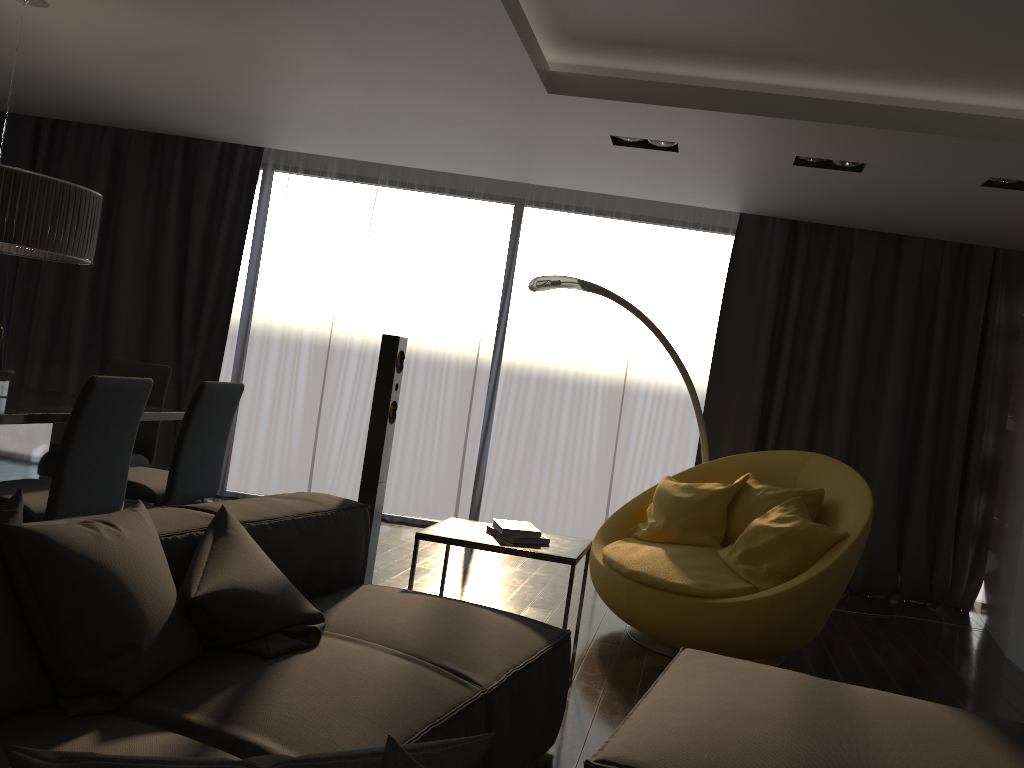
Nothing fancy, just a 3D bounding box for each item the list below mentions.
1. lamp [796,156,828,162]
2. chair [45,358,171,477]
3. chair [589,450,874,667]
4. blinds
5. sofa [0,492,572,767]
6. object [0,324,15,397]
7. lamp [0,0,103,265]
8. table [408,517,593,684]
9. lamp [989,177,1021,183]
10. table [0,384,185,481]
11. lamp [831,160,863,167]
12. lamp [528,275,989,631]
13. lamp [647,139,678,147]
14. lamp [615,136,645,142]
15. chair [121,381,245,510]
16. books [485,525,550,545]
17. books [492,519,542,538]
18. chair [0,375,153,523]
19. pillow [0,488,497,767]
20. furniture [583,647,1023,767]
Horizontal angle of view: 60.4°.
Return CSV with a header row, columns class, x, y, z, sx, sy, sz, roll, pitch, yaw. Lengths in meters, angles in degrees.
class,x,y,z,sx,sy,sz,roll,pitch,yaw
lamp,1.562,-1.196,4.572,0.169,0.077,0.184,8,0,29
chair,-2.199,0.348,4.643,0.421,0.965,0.581,8,-1,10
chair,1.065,0.798,4.411,1.183,1.006,1.455,8,0,-24
blinds,-0.229,-0.344,6.275,7.498,2.895,0.747,8,-1,-1
sofa,-0.045,0.804,1.672,2.650,0.704,2.564,8,0,19
object,-2.394,-0.209,3.712,0.307,0.501,0.580,8,0,8
lamp,-2.188,-1.140,3.806,0.766,1.103,0.841,8,-1,34
table,-0.052,0.867,3.393,0.592,0.563,0.457,8,-1,9
lamp,2.501,-1.060,4.463,0.169,0.077,0.184,8,0,29
table,-2.398,0.428,3.786,1.024,0.760,1.627,8,0,11
lamp,1.738,-1.170,4.552,0.171,0.077,0.183,8,0,22
lamp,2.030,0.538,5.553,4.342,1.780,0.566,8,-1,-14
lamp,0.800,-1.306,4.661,0.171,0.077,0.183,8,0,22
lamp,0.624,-1.331,4.681,0.176,0.077,0.178,8,0,5
chair,-1.653,0.430,4.054,0.564,0.965,0.434,8,-1,9
books,0.020,0.581,3.396,0.171,0.023,0.220,8,0,-31
books,0.017,0.558,3.409,0.159,0.022,0.199,8,0,-14
chair,-1.806,0.412,3.358,0.564,0.965,0.434,8,-1,9
pillow,-0.608,0.470,1.350,1.104,0.431,2.006,8,0,-27
furniture,0.817,1.056,2.230,1.060,0.440,1.132,8,0,20
